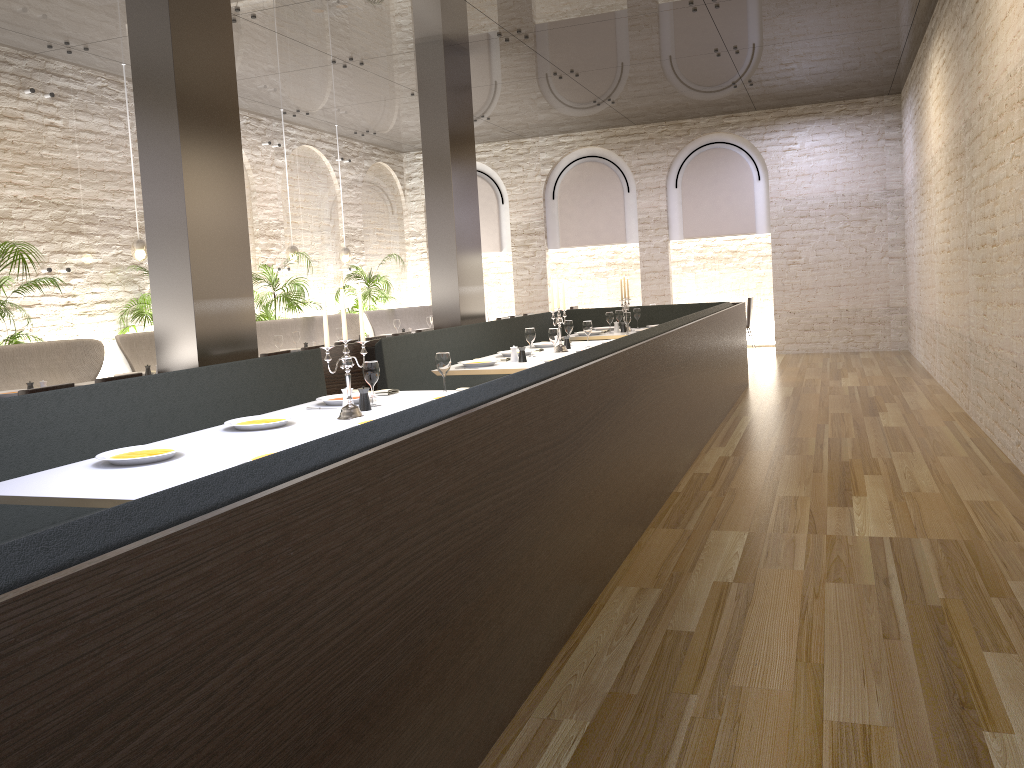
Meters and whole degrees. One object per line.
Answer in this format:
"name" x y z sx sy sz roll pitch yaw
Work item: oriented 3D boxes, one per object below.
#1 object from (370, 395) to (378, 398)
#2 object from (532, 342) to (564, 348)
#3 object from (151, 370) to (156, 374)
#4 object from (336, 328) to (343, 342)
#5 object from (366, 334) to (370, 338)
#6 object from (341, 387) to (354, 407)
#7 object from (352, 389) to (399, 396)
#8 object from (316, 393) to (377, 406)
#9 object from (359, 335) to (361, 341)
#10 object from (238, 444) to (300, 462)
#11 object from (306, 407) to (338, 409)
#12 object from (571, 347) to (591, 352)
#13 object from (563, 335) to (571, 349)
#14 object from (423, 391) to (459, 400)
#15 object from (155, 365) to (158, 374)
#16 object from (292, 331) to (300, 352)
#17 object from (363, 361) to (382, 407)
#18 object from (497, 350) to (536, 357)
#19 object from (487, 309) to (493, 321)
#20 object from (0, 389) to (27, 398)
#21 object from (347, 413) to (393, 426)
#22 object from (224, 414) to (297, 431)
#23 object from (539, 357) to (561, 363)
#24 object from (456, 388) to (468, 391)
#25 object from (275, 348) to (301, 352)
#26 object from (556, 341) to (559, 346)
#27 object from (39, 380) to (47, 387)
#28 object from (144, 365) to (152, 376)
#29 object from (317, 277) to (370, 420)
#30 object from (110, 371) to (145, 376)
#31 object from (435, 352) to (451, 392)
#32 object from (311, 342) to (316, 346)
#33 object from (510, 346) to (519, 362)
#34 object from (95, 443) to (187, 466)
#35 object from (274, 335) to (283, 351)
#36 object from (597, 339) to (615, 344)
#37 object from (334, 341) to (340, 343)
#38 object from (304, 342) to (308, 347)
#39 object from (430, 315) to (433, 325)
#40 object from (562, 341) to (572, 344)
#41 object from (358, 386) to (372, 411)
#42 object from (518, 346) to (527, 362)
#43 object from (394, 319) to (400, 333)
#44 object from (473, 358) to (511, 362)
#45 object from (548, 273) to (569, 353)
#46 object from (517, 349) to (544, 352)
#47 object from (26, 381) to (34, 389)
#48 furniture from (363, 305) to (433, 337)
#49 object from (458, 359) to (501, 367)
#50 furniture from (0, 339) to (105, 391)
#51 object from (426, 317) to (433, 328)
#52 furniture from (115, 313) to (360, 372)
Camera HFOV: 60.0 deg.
"object" -0.826 0.068 4.946 0.181 0.015 0.038 -1 6 21
"object" 0.325 -0.357 8.116 0.321 0.036 0.323 -2 6 16
"object" -3.046 -0.105 7.707 0.273 0.033 0.143 -1 7 20
"object" -1.872 -0.495 9.648 0.086 0.230 0.086 -6 5 -28
"object" -1.712 -0.543 10.539 0.059 0.109 0.059 -2 5 12
"object" -0.814 0.078 4.398 0.068 0.126 0.069 -2 5 14
"object" -0.800 0.046 5.074 0.273 0.033 0.143 -1 7 20
"object" -0.887 0.085 4.753 0.321 0.036 0.323 2 8 40
"object" -1.794 -0.536 10.520 0.059 0.109 0.059 -2 5 12
"object" -0.800 0.260 3.126 0.321 0.036 0.323 -4 6 -4
"object" -0.972 0.124 4.542 0.185 0.010 0.017 -1 6 20
"object" 0.633 -0.264 7.100 0.321 0.036 0.323 2 8 40
"object" 0.477 -0.363 7.698 0.068 0.126 0.069 -2 5 14
"object" -0.292 0.074 4.535 0.321 0.036 0.323 2 8 40
"object" -2.893 -0.111 7.261 0.059 0.109 0.059 -1 5 28
"object" -2.265 -0.435 9.310 0.086 0.230 0.086 -6 5 -28
"object" -0.717 0.000 4.539 0.086 0.230 0.087 -1 5 32
"object" 0.037 -0.252 7.319 0.321 0.036 0.323 2 8 40
"object" -0.341 -1.055 13.896 0.086 0.230 0.086 -7 5 -40
"object" -3.562 0.070 6.330 0.322 0.036 0.322 -4 6 -2
"object" -0.549 0.168 3.822 0.321 0.036 0.323 -4 6 -4
"object" -1.144 0.179 4.040 0.321 0.036 0.323 -4 6 -4
"object" 0.353 -0.162 6.325 0.321 0.036 0.323 -4 6 -4
"object" -0.154 0.033 4.839 0.273 0.033 0.143 -1 7 20
"object" -2.393 -0.357 9.572 0.322 0.036 0.322 -4 6 -2
"object" 0.401 -0.362 7.729 0.068 0.126 0.069 -2 5 14
"object" -3.276 0.028 6.199 0.059 0.109 0.059 -2 5 12
"object" -2.975 -0.105 7.242 0.059 0.109 0.059 -1 5 28
"object" -0.774 -0.167 4.133 0.131 0.655 0.391 -1 5 31
"object" -3.179 -0.070 7.392 0.322 0.036 0.322 -8 8 -35
"object" -0.373 -0.057 4.865 0.086 0.230 0.087 -1 5 32
"object" -2.108 -0.398 9.441 0.059 0.109 0.059 -2 5 12
"object" 0.017 -0.227 6.716 0.069 0.126 0.069 1 6 43
"object" -1.395 0.271 3.344 0.321 0.036 0.323 -4 6 -4
"object" -2.256 -0.355 8.584 0.086 0.230 0.086 -1 5 26
"object" 0.920 -0.369 7.898 0.321 0.036 0.323 -2 6 16
"object" -1.998 -0.501 10.670 0.322 0.036 0.322 -4 6 -2
"object" -2.189 -0.392 9.422 0.059 0.109 0.059 -2 5 12
"object" -1.115 -0.855 12.501 0.086 0.230 0.086 -7 5 -40
"object" 0.418 -0.393 8.454 0.273 0.033 0.143 -1 7 20
"object" -0.733 0.073 4.394 0.068 0.126 0.069 -2 5 14
"object" 0.077 -0.222 6.642 0.069 0.126 0.069 -7 6 -38
"object" -1.485 -0.719 11.473 0.086 0.230 0.086 -7 5 -40
"object" -0.150 -0.185 6.876 0.273 0.033 0.143 -1 7 20
"object" 0.390 -0.592 7.363 0.131 0.655 0.391 -1 5 31
"object" 0.128 -0.287 7.648 0.273 0.033 0.143 -1 7 20
"object" -3.358 0.035 6.180 0.059 0.109 0.059 -2 5 12
"furniture" -1.450 -0.628 13.592 0.707 1.094 2.594 -2 6 20
"object" -0.242 -0.150 6.543 0.321 0.036 0.323 -1 7 18
"furniture" -4.260 0.399 5.796 0.708 1.094 4.493 -2 6 20
"object" -1.093 -0.780 11.811 0.086 0.230 0.086 -7 5 -40
"furniture" -2.692 -0.174 10.145 0.708 1.094 4.493 -2 6 20
